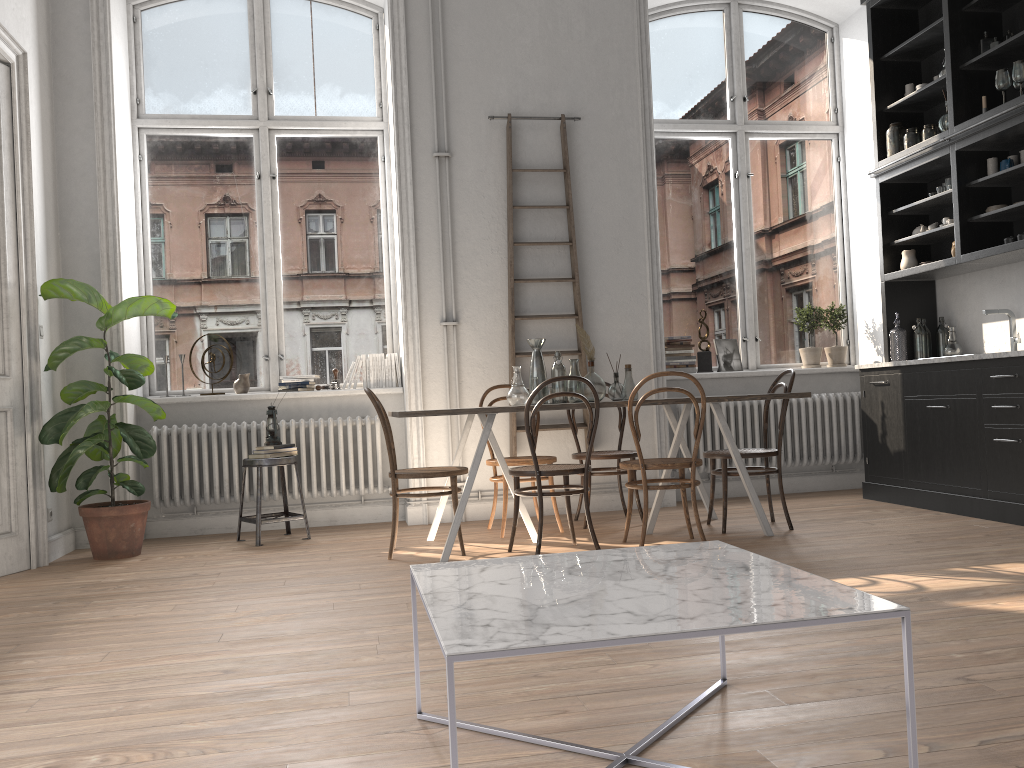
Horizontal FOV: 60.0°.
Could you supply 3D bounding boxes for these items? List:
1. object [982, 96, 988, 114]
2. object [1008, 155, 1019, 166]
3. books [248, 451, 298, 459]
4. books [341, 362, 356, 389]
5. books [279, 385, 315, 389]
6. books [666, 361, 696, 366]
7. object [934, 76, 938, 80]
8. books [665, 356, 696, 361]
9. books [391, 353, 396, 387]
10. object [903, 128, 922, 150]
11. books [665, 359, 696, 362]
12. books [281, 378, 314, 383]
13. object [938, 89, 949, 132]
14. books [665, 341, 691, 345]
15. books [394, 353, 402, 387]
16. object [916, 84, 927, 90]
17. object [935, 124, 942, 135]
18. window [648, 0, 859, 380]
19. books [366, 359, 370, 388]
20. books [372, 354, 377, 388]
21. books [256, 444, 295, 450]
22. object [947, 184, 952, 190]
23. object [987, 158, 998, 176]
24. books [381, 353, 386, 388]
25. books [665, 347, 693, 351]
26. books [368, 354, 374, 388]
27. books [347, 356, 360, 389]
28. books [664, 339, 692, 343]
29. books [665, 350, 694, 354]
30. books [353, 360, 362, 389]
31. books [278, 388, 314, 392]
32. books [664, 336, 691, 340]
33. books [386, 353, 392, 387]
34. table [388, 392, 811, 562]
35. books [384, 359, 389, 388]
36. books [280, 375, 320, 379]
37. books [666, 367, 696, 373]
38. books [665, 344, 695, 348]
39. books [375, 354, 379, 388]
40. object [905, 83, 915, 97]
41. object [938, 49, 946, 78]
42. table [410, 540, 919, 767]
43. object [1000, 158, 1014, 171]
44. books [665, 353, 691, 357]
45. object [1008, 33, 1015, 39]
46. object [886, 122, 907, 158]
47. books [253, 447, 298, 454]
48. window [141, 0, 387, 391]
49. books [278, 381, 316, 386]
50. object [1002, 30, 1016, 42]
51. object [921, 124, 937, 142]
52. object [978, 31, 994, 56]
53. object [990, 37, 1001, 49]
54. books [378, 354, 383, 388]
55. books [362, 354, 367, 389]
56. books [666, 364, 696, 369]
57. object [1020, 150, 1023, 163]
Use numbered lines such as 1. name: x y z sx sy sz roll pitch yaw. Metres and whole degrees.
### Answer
1. object: 2.894 -1.686 5.428 0.123 0.161 0.123 -3 -1 -2
2. object: 3.060 -1.324 5.429 0.082 0.135 0.059 -3 -1 17
3. books: -1.521 0.451 5.655 0.194 0.034 0.246 -3 -1 30
4. books: -1.164 -0.059 6.310 0.105 0.194 0.155 -3 -1 -12
5. books: -1.509 0.021 6.226 0.205 0.022 0.155 -3 -1 9
6. books: 1.243 -0.152 6.733 0.249 0.023 0.175 -2 -1 -10
7. object: 2.924 -2.039 6.068 0.059 0.135 0.082 -3 -1 12
8. books: 1.246 -0.192 6.751 0.245 0.028 0.193 -2 -1 -16
9. books: -0.855 -0.095 6.366 0.024 0.243 0.175 -3 -1 -11
10. object: 2.741 -1.664 6.065 0.114 0.155 0.114 -3 -1 -7
11. books: 1.249 -0.171 6.750 0.255 0.014 0.192 -3 -1 -7
12. books: -1.504 -0.022 6.214 0.205 0.020 0.155 -2 -1 -21
13. object: 2.785 -1.775 5.651 0.134 0.357 0.134 -3 -1 34
14. books: 1.233 -0.303 6.747 0.231 0.023 0.162 -3 -1 5
15. books: -0.824 -0.096 6.370 0.040 0.244 0.174 -3 -1 -11
16. object: 2.840 -2.014 6.128 0.096 0.095 0.096 -3 -1 23
17. object: 2.911 -1.681 6.085 0.092 0.184 0.092 -3 -1 45
18. window: 7.252 -6.082 11.212 14.384 15.933 26.403 -3 -1 -11
19. books: -1.028 -0.069 6.333 0.020 0.205 0.155 -3 -1 -11
20. books: -0.985 -0.089 6.340 0.019 0.243 0.174 -3 -1 -11
21. books: -1.511 0.402 5.661 0.147 0.027 0.221 -3 -1 22
22. object: 2.861 -1.264 5.745 0.071 0.047 0.071 -3 -1 27
23. object: 2.968 -1.319 5.466 0.082 0.135 0.059 -2 -1 -43
24. books: -0.924 -0.092 6.351 0.019 0.243 0.174 -3 -1 -11
25. books: 1.249 -0.262 6.748 0.205 0.022 0.155 -2 -1 -16
26. books: -1.005 -0.089 6.327 0.024 0.243 0.175 -3 -1 -11
27. books: -1.126 -0.080 6.313 0.100 0.235 0.174 -3 -1 -11
28. books: 1.246 -0.326 6.750 0.205 0.020 0.155 -2 -1 -11
29. books: 1.252 -0.240 6.754 0.222 0.024 0.158 -2 -1 -11
30. books: -1.100 -0.065 6.319 0.072 0.203 0.155 -3 -1 -11
31. books: -1.514 0.044 6.228 0.221 0.023 0.147 -4 -1 38
32. books: 1.237 -0.347 6.758 0.201 0.024 0.159 -2 -1 -21
33. books: -0.884 -0.093 6.381 0.024 0.243 0.175 -3 -1 -11
34. table: 0.441 0.494 5.085 2.200 0.779 1.100 -2 -1 -11
35. books: -0.901 -0.074 6.356 0.020 0.205 0.155 -3 -1 -11
36. books: -1.490 -0.048 6.238 0.244 0.019 0.174 -3 -1 -1
37. books: 1.243 -0.096 6.733 0.248 0.043 0.192 -2 -1 -11
38. books: 1.242 -0.282 6.748 0.243 0.019 0.174 -2 -1 -11
39. books: -0.969 -0.090 6.360 0.019 0.243 0.174 -3 -1 -11
40. object: 2.796 -2.029 6.230 0.059 0.135 0.082 -3 -1 17
41. object: 2.861 -2.084 5.805 0.132 0.219 0.132 -2 -1 -36
42. table: 0.240 0.633 1.950 0.849 0.392 0.849 -2 -1 -11
43. object: 2.985 -1.301 5.351 0.082 0.093 0.140 -4 -1 44
44. books: 1.251 -0.217 6.748 0.205 0.022 0.155 -3 -1 3
45. object: 3.015 -2.050 5.337 0.044 0.121 0.058 -3 -1 16
46. object: 2.694 -1.700 6.202 0.118 0.238 0.118 -2 -1 -25
47. books: -1.511 0.425 5.660 0.232 0.029 0.163 -2 -1 -40
48. window: -1.765 -1.400 6.388 1.622 2.843 0.013 -3 -1 -11
49. books: -1.507 -0.001 6.225 0.221 0.023 0.147 -3 -1 5
50. object: 3.052 -2.078 5.438 0.065 0.177 0.084 -3 -1 11
51. object: 2.813 -1.666 5.975 0.096 0.150 0.096 -2 -1 -22
52. object: 2.932 -2.083 5.477 0.084 0.199 0.065 -3 -1 11
53. object: 2.939 -2.046 5.388 0.041 0.125 0.053 -2 -1 -44
54. books: -0.949 -0.090 6.369 0.024 0.243 0.175 -3 -1 -11
55. books: -1.058 -0.086 6.348 0.024 0.243 0.175 -3 -1 -11
56. books: 1.244 -0.129 6.732 0.249 0.023 0.175 -2 -1 -15
57. object: 3.079 -1.328 5.291 0.059 0.135 0.082 -2 -1 -28
